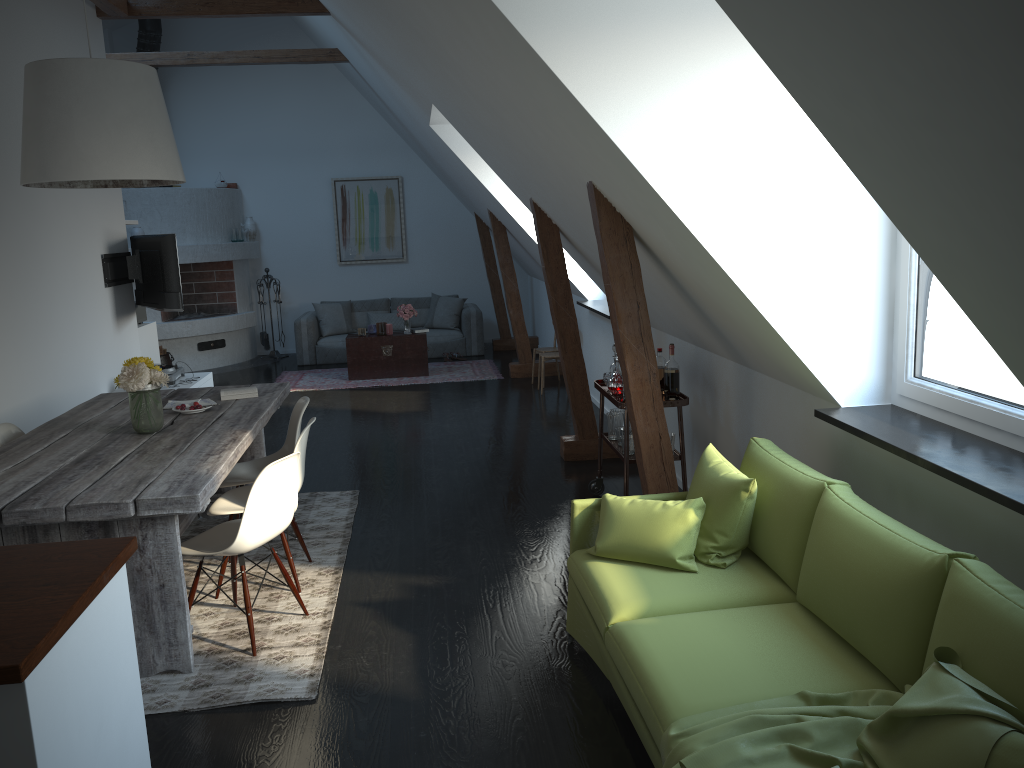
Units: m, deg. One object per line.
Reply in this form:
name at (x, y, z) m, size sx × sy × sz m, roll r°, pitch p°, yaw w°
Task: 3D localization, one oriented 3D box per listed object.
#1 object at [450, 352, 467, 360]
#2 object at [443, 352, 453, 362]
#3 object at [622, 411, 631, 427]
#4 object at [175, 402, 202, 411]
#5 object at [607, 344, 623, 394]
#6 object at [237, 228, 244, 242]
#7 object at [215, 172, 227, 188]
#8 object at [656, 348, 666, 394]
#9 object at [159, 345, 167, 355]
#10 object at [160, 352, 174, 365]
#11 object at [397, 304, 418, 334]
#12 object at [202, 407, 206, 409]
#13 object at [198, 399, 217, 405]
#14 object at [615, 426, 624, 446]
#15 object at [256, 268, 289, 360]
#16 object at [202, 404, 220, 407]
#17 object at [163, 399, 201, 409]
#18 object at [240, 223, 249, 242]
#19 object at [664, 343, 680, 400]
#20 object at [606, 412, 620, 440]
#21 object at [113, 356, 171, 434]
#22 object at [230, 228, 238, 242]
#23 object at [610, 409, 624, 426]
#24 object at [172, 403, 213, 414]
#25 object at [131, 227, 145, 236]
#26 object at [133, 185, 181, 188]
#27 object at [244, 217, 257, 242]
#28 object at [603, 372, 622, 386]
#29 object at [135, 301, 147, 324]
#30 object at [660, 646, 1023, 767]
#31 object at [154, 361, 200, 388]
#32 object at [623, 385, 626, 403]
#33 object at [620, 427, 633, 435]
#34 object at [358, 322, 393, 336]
object at (-0.680, -0.361, 11.408) m, size 0.277 × 0.090 × 0.101 m, roll 6°, pitch 13°, yaw 40°
object at (-0.833, -0.345, 11.360) m, size 0.101 × 0.090 × 0.277 m, roll -6°, pitch 11°, yaw -17°
object at (0.707, 0.243, 5.320) m, size 0.087 × 0.155 × 0.087 m, roll -9°, pitch 12°, yaw -33°
object at (-1.710, 0.123, 4.702) m, size 0.132 × 0.034 × 0.144 m, roll -9°, pitch 12°, yaw -33°
object at (0.598, -0.087, 5.065) m, size 0.114 × 0.292 × 0.114 m, roll -9°, pitch 12°, yaw -33°
object at (-3.638, -1.992, 11.864) m, size 0.092 × 0.180 × 0.092 m, roll 1°, pitch 11°, yaw 17°
object at (-3.885, -2.719, 11.827) m, size 0.066 × 0.221 × 0.231 m, roll 2°, pitch 11°, yaw 24°
object at (0.842, -0.076, 5.046) m, size 0.067 × 0.257 × 0.099 m, roll -3°, pitch 10°, yaw -1°
object at (-4.362, -0.294, 10.851) m, size 0.240 × 0.370 × 0.270 m, roll -4°, pitch 10°, yaw -6°
object at (-4.348, -0.217, 10.885) m, size 0.384 × 0.313 × 0.384 m, roll 1°, pitch 11°, yaw 20°
object at (-1.225, -0.765, 10.301) m, size 0.235 × 0.351 × 0.234 m, roll 7°, pitch 14°, yaw 43°
object at (-1.681, 0.127, 4.718) m, size 0.110 × 0.011 × 0.058 m, roll -3°, pitch 10°, yaw -2°
object at (-1.736, 0.106, 4.891) m, size 0.182 × 0.014 × 0.185 m, roll -9°, pitch 12°, yaw -31°
object at (0.647, 0.304, 5.158) m, size 0.092 × 0.099 × 0.092 m, roll -8°, pitch 12°, yaw -28°
object at (-3.322, -0.976, 12.219) m, size 0.376 × 1.245 × 0.376 m, roll -7°, pitch 11°, yaw -25°
object at (-1.644, 0.118, 4.726) m, size 0.194 × 0.022 × 0.019 m, roll -1°, pitch 10°, yaw 10°
object at (-1.821, 0.107, 4.899) m, size 0.182 × 0.016 × 0.179 m, roll -4°, pitch 10°, yaw -11°
object at (-3.613, -2.056, 12.003) m, size 0.081 × 0.258 × 0.150 m, roll 3°, pitch 12°, yaw 27°
object at (0.876, -0.069, 4.857) m, size 0.081 × 0.308 × 0.081 m, roll -5°, pitch 11°, yaw -14°
object at (0.606, 0.252, 5.297) m, size 0.087 × 0.155 × 0.087 m, roll -9°, pitch 12°, yaw -33°
object at (-1.755, 0.049, 4.220) m, size 0.233 × 0.365 × 0.293 m, roll -9°, pitch 12°, yaw -34°
object at (-3.667, -1.962, 11.707) m, size 0.092 × 0.180 × 0.092 m, roll 2°, pitch 11°, yaw 22°
object at (0.639, 0.234, 5.390) m, size 0.087 × 0.155 × 0.087 m, roll -9°, pitch 12°, yaw -33°
object at (-1.698, 0.132, 4.716) m, size 0.205 × 0.024 × 0.205 m, roll -5°, pitch 11°, yaw -14°
object at (-4.545, -1.771, 10.785) m, size 0.158 × 0.274 × 0.158 m, roll 4°, pitch 12°, yaw 33°
object at (-4.518, -2.473, 10.990) m, size 0.783 × 0.094 × 0.311 m, roll -6°, pitch 11°, yaw -20°
object at (-3.593, -2.111, 12.180) m, size 0.165 × 0.368 × 0.165 m, roll -9°, pitch 12°, yaw -33°
object at (0.654, -0.017, 5.218) m, size 0.245 × 0.092 × 0.151 m, roll 2°, pitch 11°, yaw 23°
object at (-3.595, -0.621, 8.010) m, size 0.435 × 0.211 × 0.496 m, roll -4°, pitch 10°, yaw -6°
object at (0.728, 0.897, 1.971) m, size 0.722 × 0.493 × 0.711 m, roll -4°, pitch 10°, yaw -10°
object at (-2.912, -0.082, 7.354) m, size 0.558 × 0.162 × 0.742 m, roll -4°, pitch 10°, yaw -8°
object at (0.648, 0.002, 4.781) m, size 0.101 × 0.211 × 0.101 m, roll -1°, pitch 10°, yaw 9°
object at (0.664, 0.312, 5.051) m, size 0.095 × 0.119 × 0.095 m, roll -12°, pitch 14°, yaw -43°
object at (-1.577, -0.644, 10.317) m, size 0.413 × 0.138 × 0.215 m, roll -1°, pitch 10°, yaw 6°
